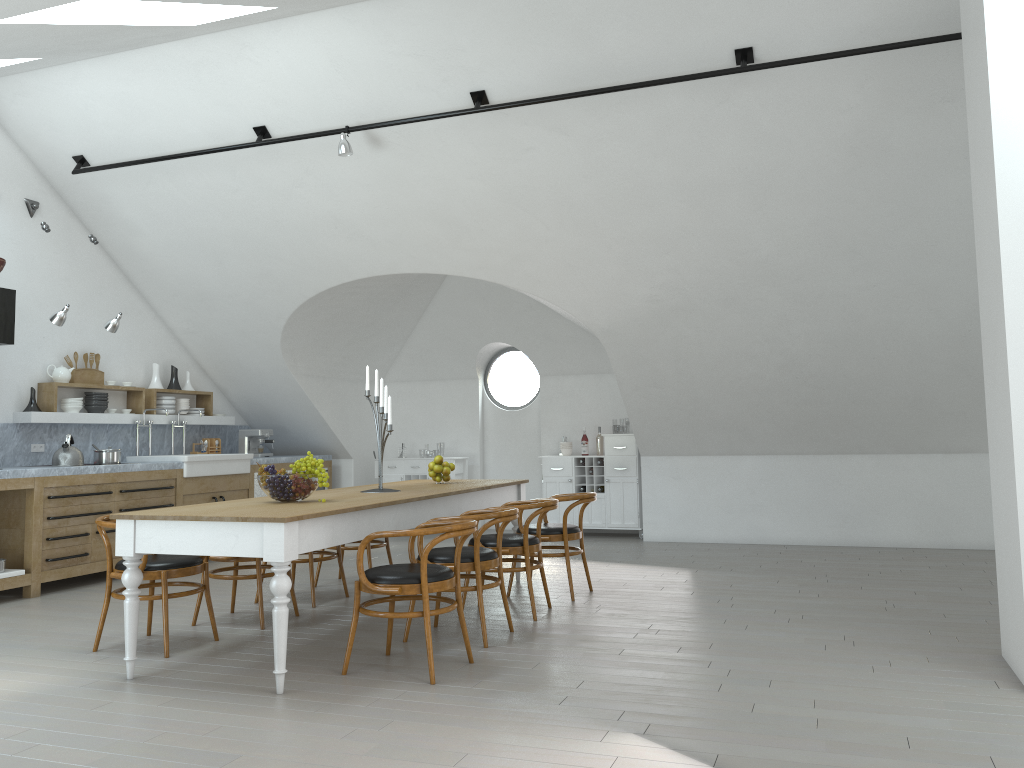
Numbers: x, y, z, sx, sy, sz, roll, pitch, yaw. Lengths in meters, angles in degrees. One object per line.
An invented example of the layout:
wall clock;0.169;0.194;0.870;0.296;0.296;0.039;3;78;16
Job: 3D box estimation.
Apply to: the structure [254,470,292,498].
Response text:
structure;-2.833;1.363;9.623;0.598;0.825;0.722;-3;-5;20

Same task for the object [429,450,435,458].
object;-0.964;0.855;10.795;0.094;0.094;0.093;-2;-4;8

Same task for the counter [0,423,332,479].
counter;-3.702;0.467;7.903;0.961;0.621;6.563;-2;-4;20

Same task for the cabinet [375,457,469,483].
cabinet;-1.103;1.296;10.769;1.134;0.791;0.496;-2;-5;20

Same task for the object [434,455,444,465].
object;-0.553;0.574;6.703;0.072;0.074;0.072;-3;-5;20

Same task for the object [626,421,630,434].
object;1.318;0.496;10.092;0.046;0.143;0.046;-4;-6;31

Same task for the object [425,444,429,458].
object;-1.034;0.816;10.770;0.048;0.170;0.048;-2;-5;8

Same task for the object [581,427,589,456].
object;0.845;0.665;10.284;0.081;0.330;0.081;-2;-5;16

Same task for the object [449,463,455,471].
object;-0.461;0.631;6.728;0.063;0.064;0.062;0;-4;-17

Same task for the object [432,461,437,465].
object;-0.585;0.611;6.773;0.062;0.060;0.062;-3;-5;21

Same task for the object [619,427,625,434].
object;1.243;0.531;10.121;0.077;0.085;0.077;-3;-5;28

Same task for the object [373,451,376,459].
object;-1.664;0.956;10.897;0.088;0.269;0.029;0;-5;-7

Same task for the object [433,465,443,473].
object;-0.552;0.635;6.631;0.071;0.064;0.072;-2;-4;13

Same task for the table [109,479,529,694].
table;-0.911;1.101;5.695;1.018;0.801;3.342;-2;-4;20

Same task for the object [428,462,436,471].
object;-0.600;0.622;6.687;0.066;0.071;0.072;0;-4;-11

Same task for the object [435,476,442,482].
object;-0.550;0.713;6.658;0.049;0.050;0.051;-3;-5;24

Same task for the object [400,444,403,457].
object;-1.376;0.824;11.068;0.039;0.175;0.054;-3;-5;20

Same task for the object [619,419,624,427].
object;1.271;0.491;10.253;0.054;0.179;0.054;-2;-5;14

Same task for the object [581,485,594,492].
object;0.881;1.200;10.195;0.156;0.086;0.330;-2;-4;21

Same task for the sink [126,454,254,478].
sink;-3.176;0.806;8.803;0.727;0.202;1.019;-2;-4;20

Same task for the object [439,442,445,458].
object;-0.846;0.802;10.737;0.063;0.187;0.063;-1;-5;5

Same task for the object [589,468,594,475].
object;0.946;1.004;10.191;0.085;0.086;0.330;-3;-4;20

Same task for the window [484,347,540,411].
window;0.033;-0.064;11.171;0.899;0.902;0.060;-3;-5;20

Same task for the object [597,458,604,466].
object;1.039;0.893;10.151;0.087;0.085;0.359;-3;-4;20

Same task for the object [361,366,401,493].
object;-0.877;0.277;5.930;0.265;0.877;0.773;0;-4;-6

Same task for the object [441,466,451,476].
object;-0.494;0.655;6.652;0.071;0.072;0.070;0;-4;-15

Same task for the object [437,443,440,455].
object;-0.889;0.809;10.784;0.054;0.179;0.054;-1;-5;-3

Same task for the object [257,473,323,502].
object;-1.253;0.587;5.003;0.360;0.160;0.359;-1;-4;0

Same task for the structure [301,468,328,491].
structure;-2.571;1.305;10.337;0.630;0.638;0.631;-3;-5;20

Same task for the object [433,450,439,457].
object;-0.916;0.846;10.717;0.071;0.099;0.071;-5;-6;43

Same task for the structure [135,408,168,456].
structure;-3.517;0.505;8.732;0.332;0.531;0.213;-1;-5;1

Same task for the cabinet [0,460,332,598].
cabinet;-3.692;1.281;7.754;1.003;1.024;6.416;-3;-4;20

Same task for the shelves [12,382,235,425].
shelves;-4.099;-0.352;7.575;0.480;1.365;5.538;-2;-4;14

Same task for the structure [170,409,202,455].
structure;-3.348;0.529;9.189;0.332;0.531;0.213;-1;-5;1

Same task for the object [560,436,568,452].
object;0.617;0.727;10.575;0.115;0.209;0.065;-3;-5;22

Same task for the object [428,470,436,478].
object;-0.598;0.675;6.658;0.059;0.056;0.059;-2;-4;15

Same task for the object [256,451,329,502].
object;-1.235;0.522;4.986;0.393;0.285;0.291;0;-4;-16

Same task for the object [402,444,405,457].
object;-1.351;0.824;11.043;0.039;0.165;0.024;-4;-6;33

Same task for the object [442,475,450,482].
object;-0.497;0.708;6.704;0.063;0.064;0.063;-4;-5;31

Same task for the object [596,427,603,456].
object;1.013;0.658;10.217;0.085;0.332;0.085;1;-5;-21

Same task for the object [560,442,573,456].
object;0.634;0.757;10.327;0.157;0.160;0.154;3;-6;-42

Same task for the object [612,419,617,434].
object;1.178;0.491;10.140;0.048;0.170;0.048;3;-6;-37

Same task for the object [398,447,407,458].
object;-1.368;0.858;11.057;0.101;0.138;0.066;-3;-5;20

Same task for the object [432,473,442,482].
object;-0.568;0.703;6.724;0.080;0.074;0.078;1;-5;-25

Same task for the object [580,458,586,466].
object;0.847;0.896;10.230;0.092;0.094;0.358;-3;-4;21

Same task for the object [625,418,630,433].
object;1.335;0.486;10.250;0.063;0.187;0.063;-2;-5;6

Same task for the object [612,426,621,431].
object;1.208;0.532;10.207;0.094;0.094;0.093;2;-5;-37

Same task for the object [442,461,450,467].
object;-0.500;0.612;6.688;0.058;0.057;0.053;-4;-5;35

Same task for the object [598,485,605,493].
object;1.042;1.197;10.129;0.081;0.081;0.358;-2;-4;18

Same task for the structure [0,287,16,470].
structure;-4.356;-0.305;6.482;0.780;1.889;1.073;-3;-5;20

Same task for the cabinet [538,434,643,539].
cabinet;0.959;1.161;10.226;1.242;1.157;0.608;-3;-5;20

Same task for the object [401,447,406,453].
object;-1.364;0.839;11.065;0.097;0.137;0.029;-3;-5;23

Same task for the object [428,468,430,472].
object;-0.607;0.654;6.743;0.062;0.060;0.062;-3;-5;24

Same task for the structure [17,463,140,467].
structure;-3.720;0.716;7.618;0.647;0.041;0.736;-2;-4;20

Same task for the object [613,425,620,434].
object;1.187;0.518;10.057;0.082;0.105;0.081;2;-5;-32

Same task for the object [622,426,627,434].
object;1.297;0.527;10.185;0.071;0.099;0.071;-3;-5;28
